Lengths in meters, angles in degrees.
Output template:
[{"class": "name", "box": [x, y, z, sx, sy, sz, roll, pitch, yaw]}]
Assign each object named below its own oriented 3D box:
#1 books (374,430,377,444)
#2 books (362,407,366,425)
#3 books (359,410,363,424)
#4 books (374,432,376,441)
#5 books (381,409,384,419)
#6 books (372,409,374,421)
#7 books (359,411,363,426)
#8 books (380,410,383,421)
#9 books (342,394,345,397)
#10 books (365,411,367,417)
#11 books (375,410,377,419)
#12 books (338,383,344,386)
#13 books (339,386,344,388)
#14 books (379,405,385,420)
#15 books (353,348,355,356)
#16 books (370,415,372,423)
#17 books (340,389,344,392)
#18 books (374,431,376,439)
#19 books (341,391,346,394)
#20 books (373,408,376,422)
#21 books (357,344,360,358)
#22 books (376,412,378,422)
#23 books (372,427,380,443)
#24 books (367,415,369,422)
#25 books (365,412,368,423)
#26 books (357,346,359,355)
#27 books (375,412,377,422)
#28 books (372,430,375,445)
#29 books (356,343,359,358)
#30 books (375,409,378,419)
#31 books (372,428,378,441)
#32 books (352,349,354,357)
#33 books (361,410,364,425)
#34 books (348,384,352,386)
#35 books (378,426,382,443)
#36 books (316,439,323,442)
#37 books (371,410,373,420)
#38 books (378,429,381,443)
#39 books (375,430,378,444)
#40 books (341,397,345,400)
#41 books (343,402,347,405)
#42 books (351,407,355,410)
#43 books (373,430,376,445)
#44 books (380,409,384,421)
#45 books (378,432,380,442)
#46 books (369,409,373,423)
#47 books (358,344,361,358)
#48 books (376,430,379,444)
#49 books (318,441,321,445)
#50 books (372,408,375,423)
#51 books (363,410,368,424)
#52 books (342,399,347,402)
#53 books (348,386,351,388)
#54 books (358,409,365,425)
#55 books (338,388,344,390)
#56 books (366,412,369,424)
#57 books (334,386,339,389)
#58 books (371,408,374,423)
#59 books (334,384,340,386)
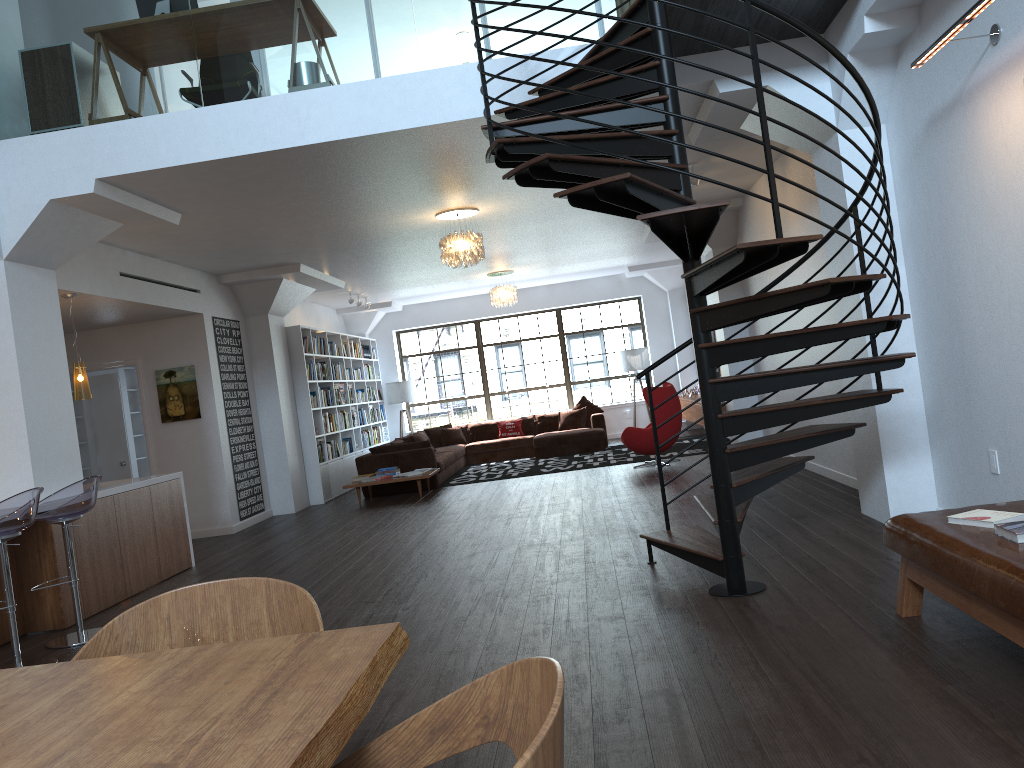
[{"class": "books", "box": [-2.453, 0.936, 15.448, 0.160, 0.250, 0.027, -8, 0, 4]}, {"class": "books", "box": [-2.554, 0.547, 14.811, 0.176, 0.293, 0.125, -8, 0, 4]}, {"class": "books", "box": [-2.565, 0.566, 14.597, 0.182, 0.255, 0.077, -8, 0, 4]}, {"class": "books", "box": [-2.460, 0.935, 15.369, 0.183, 0.253, 0.036, -8, 0, 4]}, {"class": "books", "box": [-2.442, 0.576, 16.205, 0.161, 0.213, 0.146, -8, 0, 4]}, {"class": "books", "box": [-2.502, 0.563, 15.482, 0.171, 0.246, 0.036, -8, 0, 4]}, {"class": "books", "box": [-2.561, 0.571, 14.557, 0.174, 0.243, 0.085, -8, 0, 4]}, {"class": "books", "box": [-2.448, 0.563, 16.054, 0.172, 0.235, 0.112, -8, 0, 4]}, {"class": "books", "box": [-2.702, 0.191, 13.759, 0.168, 0.045, 0.231, -8, 0, -1]}, {"class": "books", "box": [-2.537, 0.567, 14.994, 0.159, 0.248, 0.089, -8, 0, 4]}, {"class": "books", "box": [-2.487, 0.560, 15.702, 0.160, 0.251, 0.039, -8, 0, 4]}, {"class": "books", "box": [-2.709, 0.024, 13.772, 0.129, 0.043, 0.185, -8, 0, 19]}, {"class": "books", "box": [-2.711, 0.058, 13.776, 0.144, 0.024, 0.208, -8, 0, 9]}, {"class": "books", "box": [-2.438, 0.535, 16.306, 0.176, 0.290, 0.053, -8, 0, 4]}, {"class": "books", "box": [-2.709, -0.531, 14.757, 0.161, 0.223, 0.026, -8, 0, 4]}, {"class": "books", "box": [-2.511, 0.575, 15.267, 0.161, 0.223, 0.030, -8, 0, 4]}, {"class": "books", "box": [-2.711, 0.113, 13.761, 0.161, 0.033, 0.223, -8, 0, 4]}, {"class": "books", "box": [-2.463, 0.942, 15.411, 0.174, 0.240, 0.048, -8, 0, 4]}, {"class": "books", "box": [-2.700, 0.148, 13.755, 0.183, 0.042, 0.253, -8, 0, 4]}, {"class": "books", "box": [-2.494, 0.559, 15.601, 0.183, 0.253, 0.042, -8, 0, 4]}, {"class": "books", "box": [-2.685, -0.547, 15.065, 0.160, 0.250, 0.026, -8, 0, 4]}, {"class": "books", "box": [-2.474, 0.581, 15.738, 0.161, 0.221, 0.035, -8, 0, 4]}, {"class": "books", "box": [-2.425, 0.908, 15.648, 0.140, 0.298, 0.044, -8, 0, 4]}, {"class": "books", "box": [-2.524, 0.581, 15.059, 0.161, 0.218, 0.101, -8, 0, 4]}, {"class": "books", "box": [-2.539, 0.565, 14.951, 0.170, 0.251, 0.118, -8, 0, 4]}, {"class": "books", "box": [-2.692, -0.548, 14.992, 0.183, 0.253, 0.034, -8, 0, 4]}, {"class": "books", "box": [-2.482, 0.573, 15.667, 0.161, 0.223, 0.032, -8, 0, 4]}, {"class": "books", "box": [-2.465, 0.936, 15.298, 0.183, 0.253, 0.036, -8, 0, 4]}, {"class": "books", "box": [-2.690, -0.548, 14.958, 0.183, 0.253, 0.034, -8, 0, 4]}, {"class": "books", "box": [-2.476, 0.570, 15.825, 0.168, 0.228, 0.139, -8, 0, 4]}, {"class": "books", "box": [-2.463, 0.920, 15.538, 0.198, 0.284, 0.066, -8, 0, 4]}, {"class": "books", "box": [-2.714, -0.530, 14.677, 0.161, 0.223, 0.027, -8, 0, 4]}, {"class": "books", "box": [-2.551, 0.566, 14.643, 0.182, 0.253, 0.098, -8, 0, 4]}, {"class": "books", "box": [-2.684, 0.036, 14.109, 0.224, 0.030, 0.161, -8, 0, 14]}, {"class": "books", "box": [-2.430, 0.913, 15.868, 0.176, 0.290, 0.053, -8, 0, 4]}, {"class": "books", "box": [-2.712, 0.776, 12.114, 0.223, 0.027, 0.161, -8, 0, 14]}, {"class": "books", "box": [-2.497, 0.574, 15.378, 0.161, 0.223, 0.030, -8, 0, 4]}, {"class": "books", "box": [-2.431, 0.936, 15.785, 0.171, 0.246, 0.057, -8, 0, 4]}, {"class": "books", "box": [-2.448, 0.933, 15.479, 0.183, 0.253, 0.037, -8, 0, 4]}, {"class": "books", "box": [-2.710, 0.237, 13.746, 0.180, 0.042, 0.259, -8, 0, 4]}, {"class": "books", "box": [-2.672, 0.311, 13.750, 0.171, 0.039, 0.246, -8, 0, 4]}, {"class": "books", "box": [-2.626, 0.402, 14.196, 0.185, 0.041, 0.129, -8, 0, 19]}, {"class": "books", "box": [-2.459, 0.935, 15.334, 0.183, 0.253, 0.037, -8, 0, 4]}, {"class": "books", "box": [-2.440, 0.574, 16.154, 0.161, 0.213, 0.118, -8, 0, 4]}, {"class": "books", "box": [-2.422, 0.954, 15.695, 0.144, 0.207, 0.048, -8, 0, 4]}, {"class": "books", "box": [-2.509, 0.560, 15.308, 0.174, 0.251, 0.051, -8, 0, 4]}, {"class": "books", "box": [-2.681, -0.549, 15.094, 0.183, 0.253, 0.034, -8, 0, 4]}, {"class": "books", "box": [-2.443, 0.936, 15.599, 0.189, 0.247, 0.057, -8, 0, 4]}, {"class": "books", "box": [-2.713, 0.813, 12.137, 0.174, 0.045, 0.240, -8, 0, -6]}, {"class": "books", "box": [-2.503, 0.561, 15.518, 0.160, 0.251, 0.036, -8, 0, 4]}, {"class": "books", "box": [-2.539, 0.569, 14.898, 0.174, 0.242, 0.105, -8, 0, 4]}, {"class": "books", "box": [-2.681, 0.273, 13.749, 0.160, 0.039, 0.251, -8, 0, 9]}, {"class": "books", "box": [-2.680, 0.065, 14.101, 0.223, 0.031, 0.161, -8, 0, 4]}, {"class": "books", "box": [-2.563, 0.549, 14.748, 0.197, 0.290, 0.136, -8, 0, 4]}, {"class": "books", "box": [-2.728, 0.086, 13.786, 0.223, 0.027, 0.161, -8, 0, -6]}, {"class": "books", "box": [-2.525, 0.579, 15.024, 0.161, 0.222, 0.084, -8, 0, 4]}, {"class": "books", "box": [-2.727, 0.059, 13.364, 0.174, 0.045, 0.240, -8, 0, 4]}, {"class": "books", "box": [-2.511, 0.562, 15.413, 0.183, 0.253, 0.039, -8, 0, 4]}, {"class": "books", "box": [-2.725, 0.022, 13.342, 0.223, 0.027, 0.161, -8, 0, 14]}]
